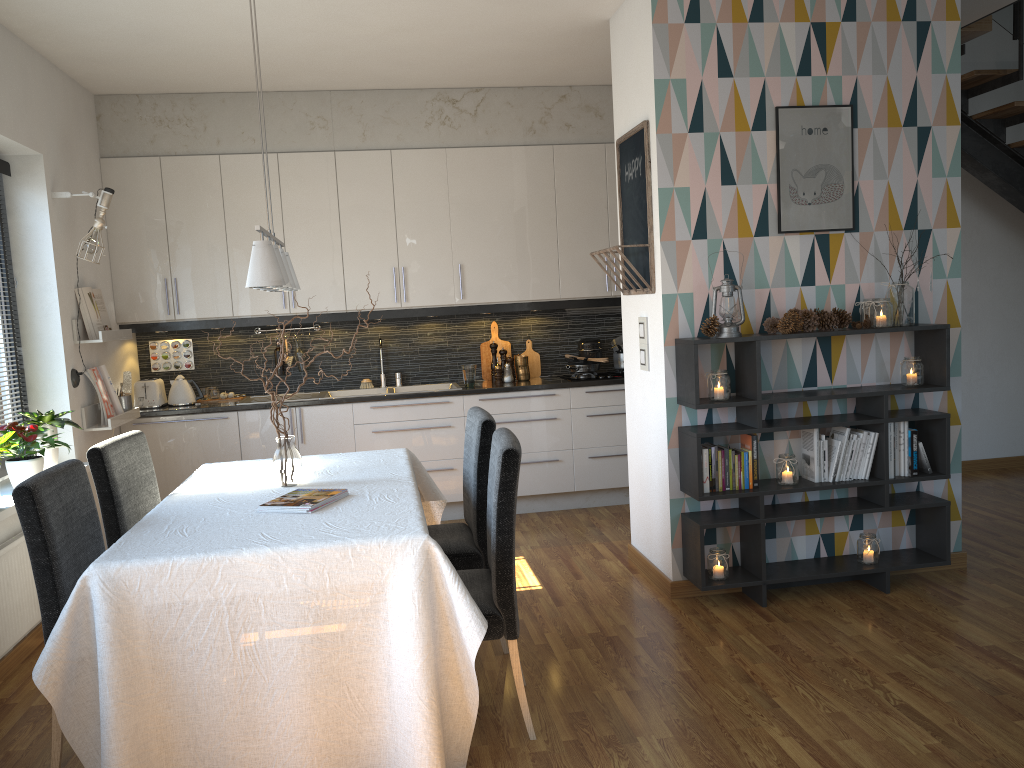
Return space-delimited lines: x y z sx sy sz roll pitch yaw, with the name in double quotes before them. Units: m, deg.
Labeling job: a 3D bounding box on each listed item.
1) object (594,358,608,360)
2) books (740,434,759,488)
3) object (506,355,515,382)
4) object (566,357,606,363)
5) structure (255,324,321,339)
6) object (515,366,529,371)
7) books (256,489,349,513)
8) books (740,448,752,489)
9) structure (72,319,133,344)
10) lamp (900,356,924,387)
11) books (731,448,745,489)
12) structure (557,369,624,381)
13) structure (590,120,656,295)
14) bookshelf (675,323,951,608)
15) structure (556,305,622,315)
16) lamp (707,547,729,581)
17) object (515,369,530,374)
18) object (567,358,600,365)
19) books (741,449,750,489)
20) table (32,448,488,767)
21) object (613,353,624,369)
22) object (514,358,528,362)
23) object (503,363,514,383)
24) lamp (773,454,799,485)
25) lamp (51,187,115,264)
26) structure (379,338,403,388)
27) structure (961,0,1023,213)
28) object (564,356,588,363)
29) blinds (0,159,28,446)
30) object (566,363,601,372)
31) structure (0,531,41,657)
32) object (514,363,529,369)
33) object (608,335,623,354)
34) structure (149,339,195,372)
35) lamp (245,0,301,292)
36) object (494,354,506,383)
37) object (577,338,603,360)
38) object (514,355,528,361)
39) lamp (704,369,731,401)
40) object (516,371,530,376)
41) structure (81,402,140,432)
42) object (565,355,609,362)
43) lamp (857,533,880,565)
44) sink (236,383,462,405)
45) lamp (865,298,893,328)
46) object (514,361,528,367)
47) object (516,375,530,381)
"object" 0.520 -0.169 6.187 0.336 0.021 0.065 1 7 40
"books" 1.068 0.341 3.986 0.029 0.236 0.127 -4 6 -8
"object" -0.012 -0.108 6.093 0.058 0.184 0.058 -1 6 24
"object" 0.505 -0.168 6.136 0.335 0.044 0.064 2 7 43
"structure" -1.534 -0.358 6.059 0.443 0.081 0.067 -4 6 -8
"object" 0.068 -0.101 6.126 0.099 0.043 0.100 -5 6 -21
"books" -0.705 0.395 3.011 0.204 0.022 0.278 -1 5 18
"books" 1.049 0.376 3.971 0.012 0.170 0.096 -4 6 -8
"structure" -2.308 -0.306 5.015 0.147 0.129 0.593 -4 5 -8
"lamp" 1.816 -0.058 4.027 0.098 0.131 0.106 -5 6 -16
"books" 1.012 0.379 3.971 0.014 0.170 0.108 -4 6 -8
"structure" 0.683 -0.073 6.143 0.662 0.041 0.500 -4 5 -8
"structure" 0.510 -0.813 4.237 0.185 0.776 0.494 -4 6 -8
"bookshelf" 1.369 0.362 4.020 1.189 1.202 0.237 -4 6 -8
"structure" 0.644 -0.574 6.225 0.623 0.148 0.361 -4 5 -8
"lamp" 0.922 0.806 3.971 0.098 0.131 0.106 -3 6 6
"object" 0.072 -0.081 6.126 0.099 0.051 0.099 -5 6 -22
"object" 0.484 -0.154 6.200 0.243 0.082 0.347 0 6 28
"books" 1.032 0.380 3.968 0.022 0.165 0.096 -4 6 -8
"table" -0.793 0.767 3.289 1.235 0.764 1.854 -4 5 -8
"object" 0.854 -0.186 6.216 0.200 0.154 0.347 -6 6 -29
"object" 0.063 -0.157 6.115 0.100 0.036 0.100 -1 6 20
"object" -0.028 -0.076 6.023 0.069 0.135 0.069 -7 7 -33
"lamp" 1.232 0.383 3.978 0.098 0.131 0.106 0 6 27
"lamp" -2.222 -0.821 4.624 0.312 0.395 0.131 -4 6 -4
"structure" -0.835 -0.148 6.114 0.167 0.347 0.195 -5 6 -16
"structure" 4.049 -1.189 5.114 4.581 4.137 2.681 -4 6 -9
"object" 0.496 -0.168 6.201 0.246 0.080 0.355 -4 5 -6
"blinds" -2.431 -0.370 4.132 0.049 1.424 0.709 -4 6 -8
"object" 0.461 -0.119 6.220 0.351 0.061 0.232 -7 6 -35
"structure" -2.080 0.866 3.816 0.078 0.460 1.455 -4 5 -7
"object" 0.066 -0.123 6.122 0.099 0.057 0.101 -3 5 3
"object" 0.750 -0.260 6.224 0.370 0.169 0.202 -7 7 -36
"structure" -2.294 -0.191 5.970 0.279 0.210 0.045 -4 6 -8
"lamp" -0.886 -0.979 3.125 0.131 1.286 0.759 -4 6 -8
"object" -0.085 -0.104 6.055 0.080 0.192 0.058 -6 6 -24
"object" 0.552 -0.241 6.269 0.197 0.159 0.190 1 7 38
"object" 0.063 -0.177 6.112 0.100 0.047 0.099 -4 5 -13
"lamp" 0.904 0.005 3.892 0.106 0.131 0.098 -3 6 4
"object" 0.075 -0.063 6.127 0.100 0.048 0.099 -2 5 10
"structure" -2.282 0.164 5.064 0.147 0.129 0.594 -4 5 -8
"object" 0.514 -0.177 6.148 0.334 0.061 0.059 0 7 34
"lamp" 1.638 0.757 4.076 0.098 0.131 0.106 -4 6 -7
"sink" -1.054 0.141 5.887 1.421 0.169 0.474 -4 5 -8
"lamp" 1.631 -0.313 3.928 0.106 0.131 0.098 -3 6 4
"object" 0.064 -0.140 6.116 0.100 0.036 0.100 -5 5 -15
"object" 0.078 -0.042 6.131 0.100 0.036 0.100 -1 6 24
